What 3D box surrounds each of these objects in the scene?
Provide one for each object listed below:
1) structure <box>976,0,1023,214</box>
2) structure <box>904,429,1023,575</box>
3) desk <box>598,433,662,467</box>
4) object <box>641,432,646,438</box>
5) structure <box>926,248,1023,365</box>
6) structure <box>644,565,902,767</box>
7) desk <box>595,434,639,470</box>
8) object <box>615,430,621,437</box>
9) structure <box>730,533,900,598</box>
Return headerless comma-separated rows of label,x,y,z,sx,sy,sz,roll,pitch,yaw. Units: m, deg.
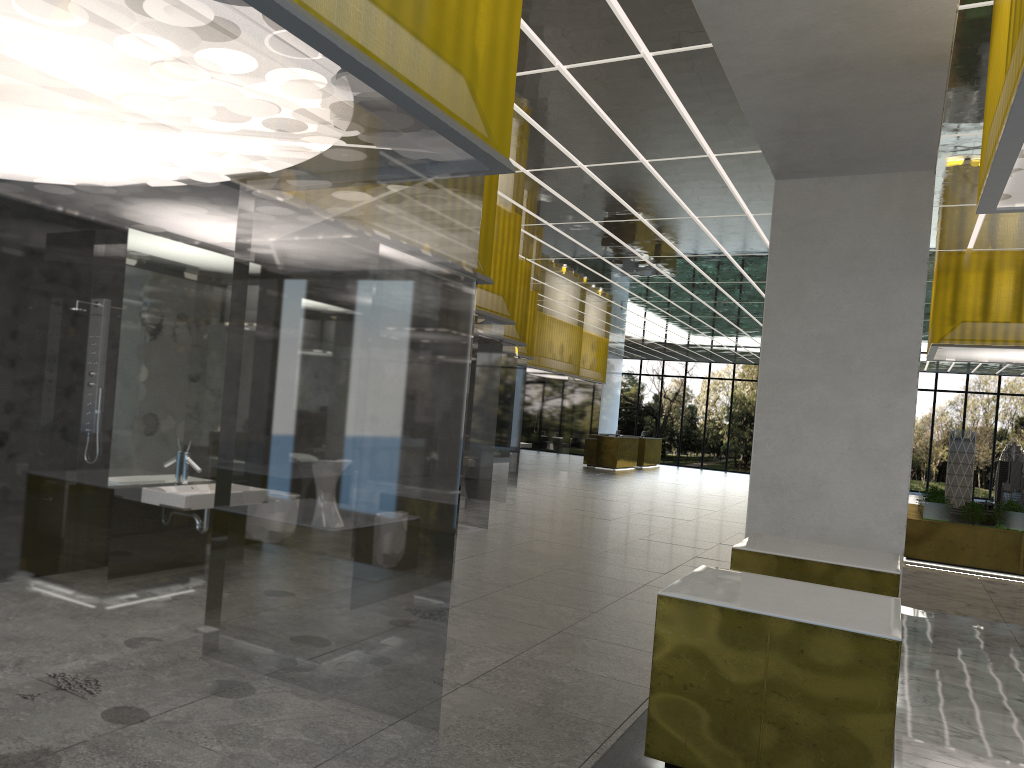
structure,4.655,-2.502,4.584,3.414,2.269,3.094,4,-1,28
structure,10.271,2.308,17.600,4.059,2.570,4.911,4,-2,27
desk,5.929,3.498,45.502,3.374,1.508,3.322,4,-2,28
object,6.803,2.836,45.036,0.577,0.667,0.715,5,-1,27
structure,10.044,-1.644,16.513,3.414,2.269,3.094,4,-1,28
structure,1.779,1.998,5.716,1.432,1.173,1.377,4,-1,28
desk,4.056,3.200,41.355,3.374,1.508,3.322,4,-2,28
object,4.914,2.535,40.853,0.577,0.667,0.715,5,-1,27
structure,2.885,2.175,8.166,1.432,1.173,1.377,4,-1,28
